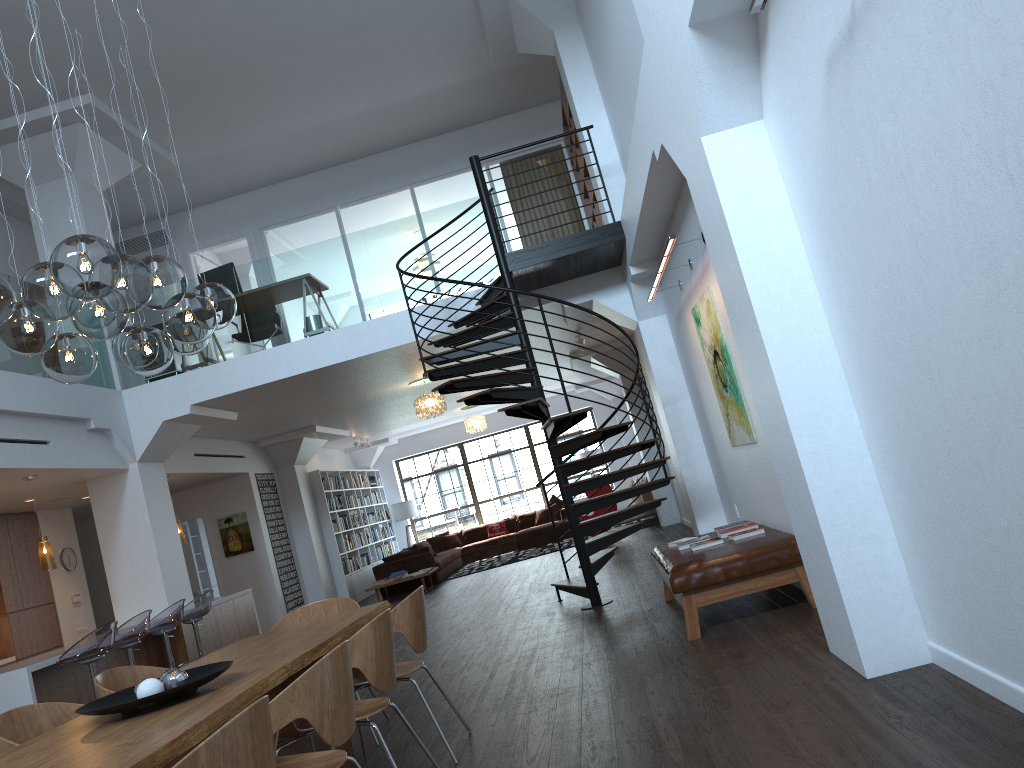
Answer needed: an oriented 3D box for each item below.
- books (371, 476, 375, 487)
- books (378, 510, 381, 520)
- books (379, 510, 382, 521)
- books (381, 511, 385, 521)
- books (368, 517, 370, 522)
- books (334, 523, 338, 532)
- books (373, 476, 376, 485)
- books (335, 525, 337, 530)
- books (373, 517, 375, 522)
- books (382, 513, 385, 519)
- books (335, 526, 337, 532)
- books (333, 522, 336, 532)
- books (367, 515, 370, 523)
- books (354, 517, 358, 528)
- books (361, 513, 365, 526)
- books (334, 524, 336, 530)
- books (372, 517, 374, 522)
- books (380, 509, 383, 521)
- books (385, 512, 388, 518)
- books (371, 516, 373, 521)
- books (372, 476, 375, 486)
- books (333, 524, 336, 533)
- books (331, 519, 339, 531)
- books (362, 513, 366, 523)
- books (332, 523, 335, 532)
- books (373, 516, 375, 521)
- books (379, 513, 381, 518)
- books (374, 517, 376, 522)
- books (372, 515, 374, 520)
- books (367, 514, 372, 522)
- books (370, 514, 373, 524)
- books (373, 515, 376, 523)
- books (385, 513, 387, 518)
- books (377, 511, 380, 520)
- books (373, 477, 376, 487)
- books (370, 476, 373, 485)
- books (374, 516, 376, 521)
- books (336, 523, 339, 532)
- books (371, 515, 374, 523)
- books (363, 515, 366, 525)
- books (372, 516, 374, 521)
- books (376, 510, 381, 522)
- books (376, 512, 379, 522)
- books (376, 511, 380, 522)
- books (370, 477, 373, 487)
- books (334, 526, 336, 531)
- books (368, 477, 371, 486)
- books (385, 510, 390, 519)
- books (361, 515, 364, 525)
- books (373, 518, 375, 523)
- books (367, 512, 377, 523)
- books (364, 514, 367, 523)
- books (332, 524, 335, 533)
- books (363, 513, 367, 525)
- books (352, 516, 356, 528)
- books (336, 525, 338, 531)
[{"bbox_3d":[-3.084,2.123,19.134,0.183,0.253,0.042,-16,-7,3],"label":"books"},{"bbox_3d":[-2.896,2.831,18.905,0.171,0.246,0.039,-16,-7,3],"label":"books"},{"bbox_3d":[-2.896,2.834,18.984,0.180,0.259,0.042,-16,-7,3],"label":"books"},{"bbox_3d":[-2.873,2.861,19.158,0.174,0.236,0.142,-16,-7,3],"label":"books"},{"bbox_3d":[-2.945,2.771,17.973,0.109,0.171,0.017,-16,-7,3],"label":"books"},{"bbox_3d":[-3.143,2.543,15.603,0.120,0.167,0.020,-16,-7,3],"label":"books"},{"bbox_3d":[-3.071,2.140,19.308,0.183,0.253,0.042,-16,-7,3],"label":"books"},{"bbox_3d":[-3.142,2.547,15.583,0.110,0.153,0.018,-16,-7,3],"label":"books"},{"bbox_3d":[-2.905,2.815,18.351,0.110,0.153,0.019,-16,-7,3],"label":"books"},{"bbox_3d":[-2.857,2.879,19.212,0.161,0.207,0.135,-16,-7,3],"label":"books"},{"bbox_3d":[-3.142,2.545,15.565,0.110,0.153,0.019,-16,-7,3],"label":"books"},{"bbox_3d":[-3.167,2.528,15.505,0.134,0.184,0.030,-16,-7,3],"label":"books"},{"bbox_3d":[-2.960,2.764,17.932,0.134,0.184,0.029,-16,-7,3],"label":"books"},{"bbox_3d":[-3.050,2.658,16.946,0.161,0.207,0.135,-16,-7,3],"label":"books"},{"bbox_3d":[-3.011,2.689,17.491,0.174,0.251,0.051,-16,-7,3],"label":"books"},{"bbox_3d":[-3.151,2.536,15.548,0.109,0.171,0.018,-16,-7,3],"label":"books"},{"bbox_3d":[-2.925,2.797,18.265,0.128,0.178,0.021,-16,-7,3],"label":"books"},{"bbox_3d":[-2.882,2.843,19.069,0.183,0.253,0.042,-16,-7,3],"label":"books"},{"bbox_3d":[-2.839,2.911,19.537,0.167,0.210,0.162,-16,-7,3],"label":"books"},{"bbox_3d":[-2.937,2.782,18.191,0.136,0.196,0.045,-16,-7,3],"label":"books"},{"bbox_3d":[-3.077,2.131,19.221,0.183,0.253,0.042,-16,-7,3],"label":"books"},{"bbox_3d":[-3.161,2.527,15.478,0.128,0.178,0.021,-16,-7,3],"label":"books"},{"bbox_3d":[-3.154,2.522,15.692,0.140,0.231,0.042,-16,-7,3],"label":"books"},{"bbox_3d":[-3.011,2.703,17.596,0.183,0.253,0.039,-16,-7,3],"label":"books"},{"bbox_3d":[-3.162,2.524,15.457,0.128,0.178,0.022,-16,-7,3],"label":"books"},{"bbox_3d":[-2.905,2.818,18.370,0.110,0.153,0.018,-16,-7,3],"label":"books"},{"bbox_3d":[-2.896,2.833,18.944,0.160,0.251,0.039,-16,-7,3],"label":"books"},{"bbox_3d":[-2.897,2.816,18.415,0.106,0.162,0.032,-16,-7,3],"label":"books"},{"bbox_3d":[-2.925,2.804,18.316,0.128,0.178,0.022,-16,-7,3],"label":"books"},{"bbox_3d":[-2.947,2.770,18.111,0.140,0.206,0.042,-16,-7,3],"label":"books"},{"bbox_3d":[-2.937,2.780,18.150,0.139,0.191,0.036,-16,-7,3],"label":"books"},{"bbox_3d":[-2.906,2.814,18.390,0.120,0.167,0.020,-16,-7,3],"label":"books"},{"bbox_3d":[-2.839,2.892,19.439,0.161,0.222,0.084,-16,-7,3],"label":"books"},{"bbox_3d":[-2.892,2.828,18.793,0.161,0.223,0.032,-16,-7,3],"label":"books"},{"bbox_3d":[-3.073,2.135,19.264,0.183,0.253,0.042,-16,-7,3],"label":"books"},{"bbox_3d":[-3.098,2.116,19.048,0.183,0.253,0.042,-16,-7,3],"label":"books"},{"bbox_3d":[-2.896,2.816,18.440,0.107,0.167,0.017,-16,-7,3],"label":"books"},{"bbox_3d":[-3.133,2.546,15.653,0.107,0.167,0.017,-16,-7,3],"label":"books"},{"bbox_3d":[-2.925,2.795,18.244,0.128,0.178,0.022,-16,-7,3],"label":"books"},{"bbox_3d":[-2.997,2.709,17.560,0.161,0.223,0.030,-16,-7,3],"label":"books"},{"bbox_3d":[-2.930,2.799,18.291,0.134,0.184,0.030,-16,-7,3],"label":"books"},{"bbox_3d":[-2.907,2.821,18.832,0.183,0.253,0.042,-16,-7,3],"label":"books"},{"bbox_3d":[-2.907,2.818,18.676,0.161,0.223,0.032,-16,-7,3],"label":"books"},{"bbox_3d":[-2.905,2.814,18.720,0.174,0.240,0.054,-16,-7,3],"label":"books"},{"bbox_3d":[-3.099,2.111,19.005,0.183,0.253,0.042,-16,-7,3],"label":"books"},{"bbox_3d":[-3.162,2.533,15.530,0.128,0.178,0.022,-16,-7,3],"label":"books"},{"bbox_3d":[-3.091,2.105,18.841,0.161,0.223,0.032,-16,-7,3],"label":"books"},{"bbox_3d":[-2.823,2.915,19.627,0.182,0.215,0.188,-16,-7,3],"label":"books"},{"bbox_3d":[-3.011,2.700,17.450,0.161,0.223,0.030,-16,-7,3],"label":"books"},{"bbox_3d":[-2.914,2.806,18.335,0.109,0.171,0.018,-16,-7,3],"label":"books"},{"bbox_3d":[-2.917,2.793,18.479,0.140,0.231,0.042,-16,-7,3],"label":"books"},{"bbox_3d":[-3.001,2.713,17.701,0.160,0.251,0.036,-16,-7,3],"label":"books"},{"bbox_3d":[-3.173,2.513,15.438,0.127,0.200,0.020,-16,-7,3],"label":"books"},{"bbox_3d":[-3.001,2.711,17.664,0.171,0.246,0.036,-16,-7,3],"label":"books"},{"bbox_3d":[-3.062,2.633,16.790,0.161,0.223,0.032,-16,-7,3],"label":"books"},{"bbox_3d":[-3.134,2.545,15.628,0.106,0.162,0.032,-16,-7,3],"label":"books"}]
